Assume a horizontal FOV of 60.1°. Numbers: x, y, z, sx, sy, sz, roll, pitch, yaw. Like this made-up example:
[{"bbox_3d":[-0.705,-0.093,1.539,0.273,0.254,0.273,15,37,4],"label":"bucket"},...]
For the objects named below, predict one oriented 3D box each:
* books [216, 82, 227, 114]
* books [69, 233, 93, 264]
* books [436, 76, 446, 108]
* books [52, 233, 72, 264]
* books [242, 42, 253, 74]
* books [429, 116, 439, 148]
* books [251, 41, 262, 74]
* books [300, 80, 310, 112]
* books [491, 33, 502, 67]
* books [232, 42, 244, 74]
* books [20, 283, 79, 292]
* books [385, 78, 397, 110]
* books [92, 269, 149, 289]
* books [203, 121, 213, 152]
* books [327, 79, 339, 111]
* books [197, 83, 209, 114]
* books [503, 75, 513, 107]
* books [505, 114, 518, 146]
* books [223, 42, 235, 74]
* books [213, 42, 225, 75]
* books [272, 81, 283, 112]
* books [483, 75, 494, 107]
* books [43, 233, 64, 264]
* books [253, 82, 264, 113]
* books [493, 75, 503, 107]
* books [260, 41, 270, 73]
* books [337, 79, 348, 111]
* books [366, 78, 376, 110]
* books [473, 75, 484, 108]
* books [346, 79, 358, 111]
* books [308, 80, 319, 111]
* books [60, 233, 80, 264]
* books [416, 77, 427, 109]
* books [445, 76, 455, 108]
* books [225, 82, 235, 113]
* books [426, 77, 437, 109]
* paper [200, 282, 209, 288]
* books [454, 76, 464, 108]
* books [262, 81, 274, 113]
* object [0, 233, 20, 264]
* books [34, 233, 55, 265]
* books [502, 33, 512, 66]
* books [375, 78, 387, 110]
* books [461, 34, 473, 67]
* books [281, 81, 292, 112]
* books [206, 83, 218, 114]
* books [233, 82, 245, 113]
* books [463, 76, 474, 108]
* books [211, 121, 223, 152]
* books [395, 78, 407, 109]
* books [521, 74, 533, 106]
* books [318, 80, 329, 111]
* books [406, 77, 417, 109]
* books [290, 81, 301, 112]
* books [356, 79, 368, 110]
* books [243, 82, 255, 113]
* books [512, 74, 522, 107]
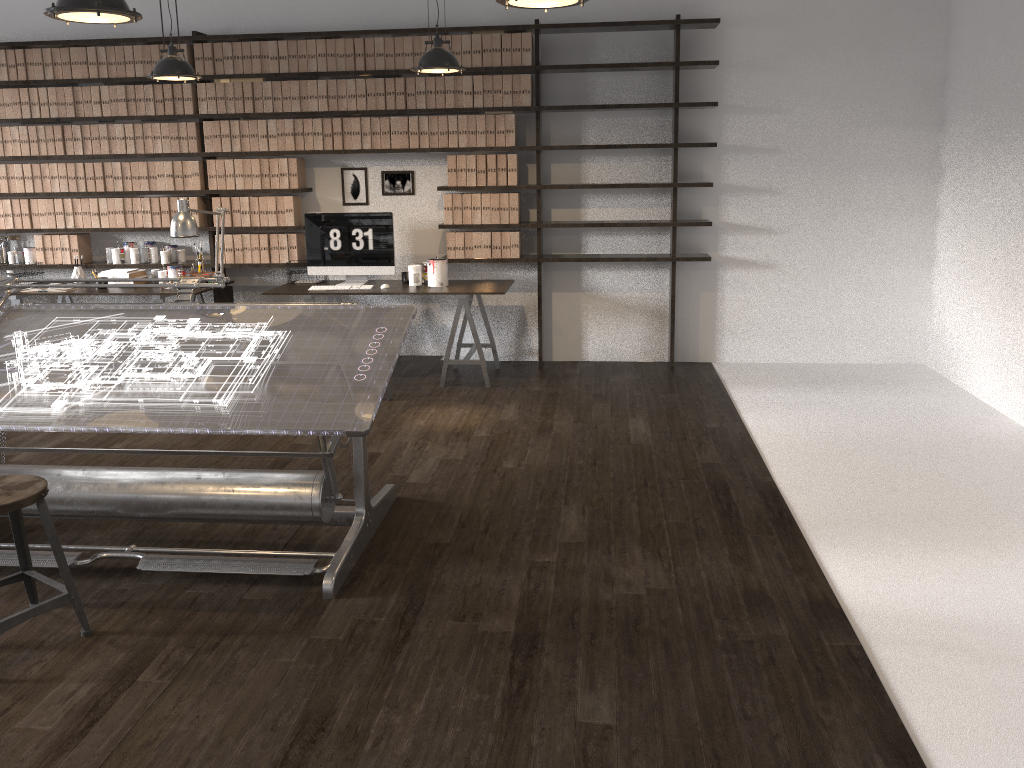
[{"bbox_3d":[-2.105,-2.096,6.521,0.067,0.223,0.176,0,12,6],"label":"books"},{"bbox_3d":[-3.342,-1.050,6.870,0.067,0.223,0.176,0,12,6],"label":"books"},{"bbox_3d":[-0.497,-2.083,6.359,0.067,0.223,0.176,0,12,6],"label":"books"},{"bbox_3d":[-3.483,-1.052,6.884,0.067,0.223,0.176,0,12,6],"label":"books"},{"bbox_3d":[-1.895,-2.365,6.452,0.067,0.223,0.176,0,12,6],"label":"books"},{"bbox_3d":[-0.551,-1.823,6.418,0.067,0.223,0.176,0,12,6],"label":"books"},{"bbox_3d":[-1.828,-2.363,6.439,0.067,0.223,0.176,0,12,6],"label":"books"},{"bbox_3d":[-1.483,-2.092,6.461,0.067,0.223,0.176,0,12,6],"label":"books"},{"bbox_3d":[-0.102,-2.349,6.262,0.067,0.223,0.176,0,12,6],"label":"books"},{"bbox_3d":[-1.965,-2.365,6.459,0.067,0.223,0.176,0,12,6],"label":"books"},{"bbox_3d":[-3.324,-0.700,6.419,0.354,0.029,0.259,1,14,6],"label":"books"},{"bbox_3d":[-0.857,-2.087,6.398,0.067,0.223,0.176,0,12,6],"label":"books"},{"bbox_3d":[-2.912,-0.794,6.540,0.294,0.146,0.389,0,14,6],"label":"books"},{"bbox_3d":[-2.222,-1.837,6.590,0.067,0.223,0.176,0,12,6],"label":"books"},{"bbox_3d":[-1.279,-2.090,6.440,0.067,0.223,0.176,0,12,6],"label":"books"},{"bbox_3d":[-2.249,-2.098,6.540,0.067,0.223,0.176,0,12,6],"label":"books"},{"bbox_3d":[-0.021,-2.078,6.304,0.067,0.223,0.176,0,12,6],"label":"books"},{"bbox_3d":[-0.003,-1.817,6.356,0.067,0.223,0.176,0,12,6],"label":"books"},{"bbox_3d":[-2.036,-2.365,6.462,0.067,0.223,0.176,0,12,6],"label":"books"},{"bbox_3d":[-2.106,-2.367,6.474,0.067,0.223,0.176,0,12,6],"label":"books"},{"bbox_3d":[-1.687,-2.094,6.484,0.067,0.223,0.176,0,12,6],"label":"books"},{"bbox_3d":[-0.159,-2.080,6.323,0.067,0.223,0.176,0,12,6],"label":"books"},{"bbox_3d":[-3.554,-1.052,6.891,0.067,0.223,0.176,0,12,6],"label":"books"},{"bbox_3d":[-1.828,-2.095,6.499,0.067,0.223,0.176,0,12,6],"label":"books"},{"bbox_3d":[-0.090,-2.080,6.318,0.067,0.223,0.176,0,12,6],"label":"books"},{"bbox_3d":[-1.761,-2.363,6.436,0.067,0.223,0.176,0,12,6],"label":"books"},{"bbox_3d":[-1.209,-2.090,6.435,0.067,0.223,0.176,0,12,6],"label":"books"},{"bbox_3d":[-0.996,-2.086,6.405,0.067,0.223,0.176,0,12,6],"label":"books"},{"bbox_3d":[-0.230,-2.080,6.327,0.067,0.223,0.176,0,12,6],"label":"books"},{"bbox_3d":[-1.140,-2.088,6.424,0.067,0.223,0.176,0,12,6],"label":"books"},{"bbox_3d":[-1.421,-2.091,6.453,0.067,0.223,0.176,0,12,6],"label":"books"},{"bbox_3d":[-3.413,-1.050,6.872,0.067,0.223,0.176,0,12,6],"label":"books"},{"bbox_3d":[-0.639,-2.084,6.370,0.067,0.223,0.176,0,12,6],"label":"books"},{"bbox_3d":[-0.431,-2.081,6.347,0.067,0.223,0.176,0,12,6],"label":"books"},{"bbox_3d":[-2.042,-2.097,6.519,0.067,0.223,0.176,0,12,6],"label":"books"},{"bbox_3d":[-0.568,-2.084,6.367,0.067,0.223,0.176,0,12,6],"label":"books"},{"bbox_3d":[-2.291,-0.716,6.381,0.155,0.038,0.139,4,15,20],"label":"paper"},{"bbox_3d":[-0.364,-2.082,6.344,0.067,0.223,0.176,0,12,6],"label":"books"},{"bbox_3d":[-1.758,-2.093,6.487,0.067,0.223,0.176,0,12,6],"label":"books"},{"bbox_3d":[-3.983,-1.085,6.961,0.181,0.269,0.158,-3,12,-10],"label":"object"},{"bbox_3d":[-3.621,-1.051,6.893,0.067,0.223,0.176,0,12,6],"label":"books"},{"bbox_3d":[-0.028,-2.348,6.256,0.067,0.223,0.176,0,12,6],"label":"books"},{"bbox_3d":[-0.933,-2.087,6.403,0.067,0.223,0.176,0,12,6],"label":"books"},{"bbox_3d":[-0.309,-2.350,6.283,0.067,0.223,0.176,0,12,6],"label":"books"},{"bbox_3d":[-1.616,-2.093,6.476,0.067,0.223,0.176,0,12,6],"label":"books"},{"bbox_3d":[-2.177,-2.097,6.529,0.067,0.223,0.176,0,12,6],"label":"books"},{"bbox_3d":[-1.976,-2.096,6.515,0.067,0.223,0.176,0,12,6],"label":"books"},{"bbox_3d":[-0.302,-2.081,6.336,0.067,0.223,0.176,0,12,6],"label":"books"},{"bbox_3d":[-2.160,-1.835,6.579,0.067,0.223,0.176,0,12,6],"label":"books"},{"bbox_3d":[-0.784,-2.085,6.384,0.067,0.223,0.176,0,12,6],"label":"books"},{"bbox_3d":[0.108,-2.077,6.293,0.067,0.223,0.176,0,12,6],"label":"books"},{"bbox_3d":[-1.349,-2.090,6.444,0.067,0.223,0.176,0,12,6],"label":"books"},{"bbox_3d":[-0.709,-2.085,6.382,0.067,0.223,0.176,0,12,6],"label":"books"},{"bbox_3d":[-1.550,-2.091,6.464,0.067,0.223,0.176,0,12,6],"label":"books"},{"bbox_3d":[-1.068,-2.087,6.413,0.067,0.223,0.176,0,12,6],"label":"books"},{"bbox_3d":[-1.903,-2.095,6.502,0.067,0.223,0.176,0,12,6],"label":"books"},{"bbox_3d":[0.046,-2.078,6.301,0.067,0.223,0.176,0,12,6],"label":"books"}]
